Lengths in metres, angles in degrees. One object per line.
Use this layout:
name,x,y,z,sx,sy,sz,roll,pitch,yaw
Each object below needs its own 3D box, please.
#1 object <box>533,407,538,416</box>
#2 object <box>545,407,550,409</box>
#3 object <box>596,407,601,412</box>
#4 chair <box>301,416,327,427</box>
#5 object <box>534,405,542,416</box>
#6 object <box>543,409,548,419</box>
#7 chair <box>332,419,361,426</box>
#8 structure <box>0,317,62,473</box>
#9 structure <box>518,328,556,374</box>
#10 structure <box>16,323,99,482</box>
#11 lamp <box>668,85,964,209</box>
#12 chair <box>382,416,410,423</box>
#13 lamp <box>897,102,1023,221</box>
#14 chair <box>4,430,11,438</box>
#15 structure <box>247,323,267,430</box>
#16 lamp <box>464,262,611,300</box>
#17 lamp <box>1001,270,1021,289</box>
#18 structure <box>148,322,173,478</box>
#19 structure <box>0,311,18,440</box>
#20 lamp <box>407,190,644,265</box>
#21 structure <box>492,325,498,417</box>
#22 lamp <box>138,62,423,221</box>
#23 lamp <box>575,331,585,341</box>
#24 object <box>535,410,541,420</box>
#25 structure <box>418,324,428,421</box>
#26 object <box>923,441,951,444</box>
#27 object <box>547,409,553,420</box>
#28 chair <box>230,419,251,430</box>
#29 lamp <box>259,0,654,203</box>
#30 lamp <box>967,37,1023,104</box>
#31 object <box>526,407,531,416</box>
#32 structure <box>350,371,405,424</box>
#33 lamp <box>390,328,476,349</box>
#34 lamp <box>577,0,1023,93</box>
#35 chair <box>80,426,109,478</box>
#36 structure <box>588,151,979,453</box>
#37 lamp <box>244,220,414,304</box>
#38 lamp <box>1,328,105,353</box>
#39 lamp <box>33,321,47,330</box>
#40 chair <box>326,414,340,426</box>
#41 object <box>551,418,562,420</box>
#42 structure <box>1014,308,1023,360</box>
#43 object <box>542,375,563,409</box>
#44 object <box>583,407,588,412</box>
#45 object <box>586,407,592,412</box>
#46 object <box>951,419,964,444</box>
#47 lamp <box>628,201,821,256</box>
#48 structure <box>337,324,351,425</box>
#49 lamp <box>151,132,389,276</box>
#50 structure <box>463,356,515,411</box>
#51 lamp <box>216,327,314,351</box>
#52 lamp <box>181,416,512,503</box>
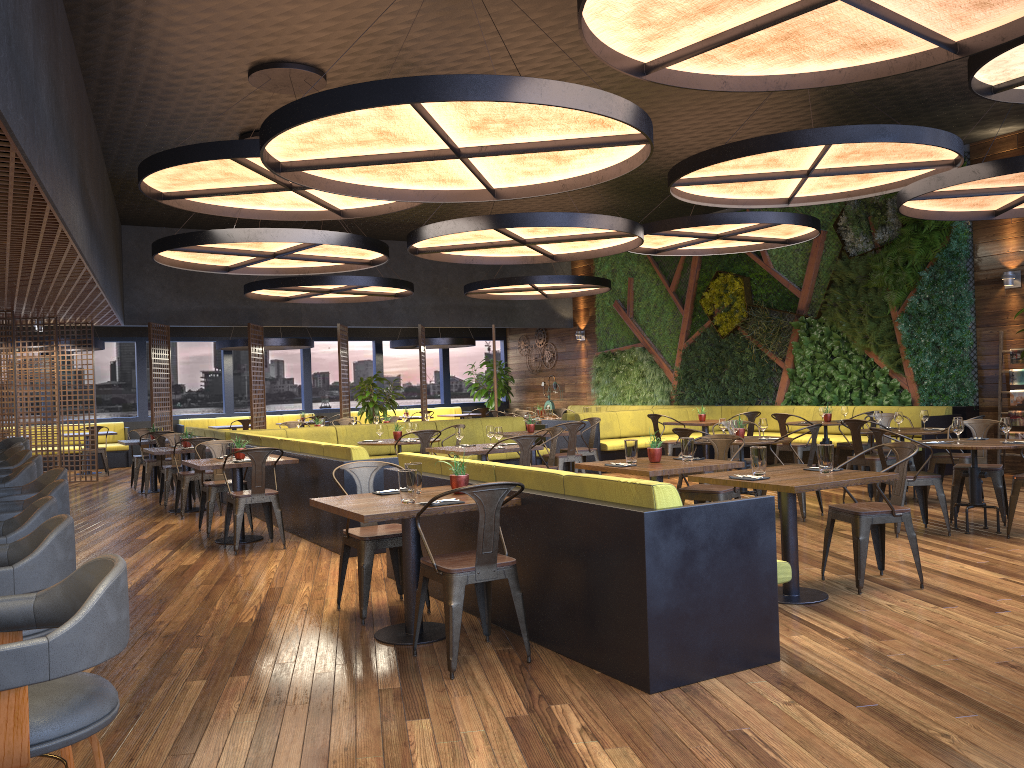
object,0.479,0.559,18.118,0.102,0.178,0.102,-2,0,6
object,0.726,0.550,17.966,0.102,0.178,0.102,-2,0,6
object,1.614,0.516,16.508,0.102,0.178,0.102,-2,0,-44
chair,-4.055,1.105,18.211,0.504,0.917,0.541,-2,0,-30
object,0.549,0.510,17.936,0.238,0.271,0.260,-2,0,-8
object,0.624,0.548,16.230,0.102,0.178,0.102,-2,0,-44
chair,-2.777,1.052,15.136,0.504,0.917,0.541,-2,0,-30
structure,-7.751,0.326,13.891,1.319,2.700,0.050,-2,0,0
structure,0.590,-0.830,22.098,0.058,1.178,1.791,-2,0,-30
structure,-7.751,0.330,15.095,1.319,2.700,0.050,-2,0,0
lamp,2.956,-2.621,8.899,2.778,1.159,2.778,-2,0,37
chair,-1.998,1.027,15.587,0.504,0.917,0.541,-2,0,-30
lamp,5.405,-2.602,9.015,2.778,1.362,2.778,-2,0,29
chair,-8.853,1.258,15.440,0.504,0.917,0.541,-2,0,-30
structure,-4.769,0.234,16.642,0.050,2.700,0.852,-2,0,0
lamp,0.461,-2.410,16.786,2.778,1.362,2.778,-2,0,25
lamp,6.533,-1.375,11.661,0.189,0.215,0.215,-2,0,-30
structure,-6.241,0.281,15.792,0.050,2.700,0.852,-2,0,0
structure,-7.751,0.322,12.687,1.319,2.700,0.050,-2,0,0
lamp,0.132,-2.344,10.494,2.778,1.475,2.778,-2,0,19
structure,-0.354,0.094,19.191,0.050,2.700,0.852,-2,0,0
lamp,-2.188,-2.448,8.721,2.778,1.159,2.778,-2,0,20
lamp,1.541,-1.107,20.323,0.189,0.215,0.215,-2,0,-30
object,0.469,0.553,15.967,0.102,0.178,0.102,-2,0,-44
structure,-1.826,0.141,18.341,0.050,2.700,0.852,-2,0,0
object,3.650,0.501,7.609,0.255,0.019,0.157,-2,0,1
object,0.681,0.545,15.871,0.102,0.178,0.102,-2,0,6
chair,-5.293,1.144,17.496,0.504,0.917,0.541,-2,0,-30
lamp,-0.406,-2.339,6.422,2.778,1.475,2.778,-2,0,25
lamp,4.138,-2.730,5.920,1.979,1.093,1.979,-2,0,24
object,0.341,0.563,17.949,0.102,0.178,0.102,-2,0,-44
structure,-2.649,0.634,17.104,0.993,1.763,1.166,-2,0,30
lamp,-1.864,-1.942,20.519,1.979,2.172,1.979,-2,0,-45
lamp,1.723,-2.593,4.719,2.778,1.159,2.778,-2,0,6
chair,-7.615,1.218,16.155,0.504,0.917,0.541,-2,0,-30
structure,4.054,-1.012,15.993,0.918,4.593,9.182,-2,0,-31
lamp,-3.060,-2.222,14.844,2.778,1.475,2.778,-2,0,-30
lamp,-8.723,-1.722,16.558,1.979,2.172,1.979,-2,0,-24
lamp,-7.749,-0.951,14.536,0.228,0.172,0.228,-2,0,-30
chair,-3.872,1.102,19.110,0.541,0.917,0.504,-2,0,-30
object,0.807,0.620,15.759,0.255,0.019,0.157,-2,0,-30
structure,6.636,0.001,10.349,1.406,2.359,1.650,-2,0,-21
object,0.964,0.598,20.799,0.459,1.615,0.848,-2,0,-30
object,1.398,0.524,16.677,0.102,0.178,0.102,-2,0,-44
object,1.417,0.522,16.296,0.102,0.178,0.102,-2,0,6
object,3.758,0.403,7.475,0.097,0.206,0.097,-2,0,-25
lamp,2.910,-2.607,12.629,2.778,1.159,2.778,-2,0,-40
structure,-3.297,0.188,17.491,0.050,2.700,0.852,-2,0,0
lamp,-2.924,-2.240,10.833,2.778,1.475,2.778,-2,0,-26
structure,-0.480,0.367,22.427,1.493,2.184,1.272,-2,0,-30
lamp,-5.195,-1.834,18.595,1.979,2.172,1.979,-2,0,15
lamp,-4.584,0.208,12.760,9.057,2.714,3.017,-2,0,-30
